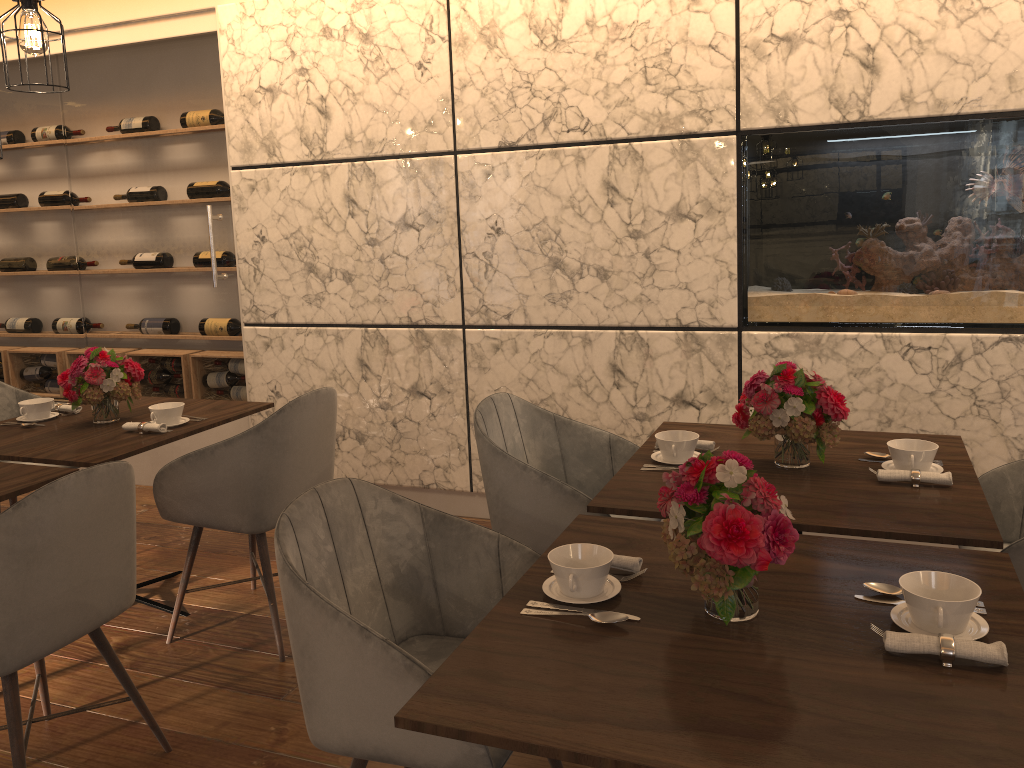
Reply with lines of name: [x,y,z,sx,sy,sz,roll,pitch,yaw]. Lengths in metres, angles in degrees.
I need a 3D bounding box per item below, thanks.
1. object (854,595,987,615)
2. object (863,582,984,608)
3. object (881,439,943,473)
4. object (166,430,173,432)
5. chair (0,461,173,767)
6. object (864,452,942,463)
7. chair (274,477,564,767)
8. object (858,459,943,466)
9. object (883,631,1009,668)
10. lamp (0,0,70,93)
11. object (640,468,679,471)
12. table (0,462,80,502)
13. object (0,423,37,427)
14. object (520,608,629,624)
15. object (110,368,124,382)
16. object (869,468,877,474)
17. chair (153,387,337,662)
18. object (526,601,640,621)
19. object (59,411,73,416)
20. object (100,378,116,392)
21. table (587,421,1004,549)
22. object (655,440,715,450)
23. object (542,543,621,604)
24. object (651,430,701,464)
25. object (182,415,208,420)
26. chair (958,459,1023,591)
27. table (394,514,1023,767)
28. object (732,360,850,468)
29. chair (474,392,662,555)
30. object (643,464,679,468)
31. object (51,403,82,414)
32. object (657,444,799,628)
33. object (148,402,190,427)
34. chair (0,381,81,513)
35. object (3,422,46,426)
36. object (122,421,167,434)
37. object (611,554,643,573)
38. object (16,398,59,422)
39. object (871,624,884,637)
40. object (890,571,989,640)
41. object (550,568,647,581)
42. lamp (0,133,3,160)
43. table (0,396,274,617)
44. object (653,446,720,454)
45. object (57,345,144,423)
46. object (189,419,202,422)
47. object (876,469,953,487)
object: [0.714,0.387,1.555,0.211,0.004,0.022,2,12,22]
object: [0.734,0.375,1.584,0.197,0.015,0.043,1,11,18]
object: [1.046,0.194,2.315,0.148,0.071,0.149,-2,10,-1]
object: [-1.294,0.153,3.165,0.192,0.024,0.025,2,10,22]
chair: [-1.243,0.623,2.262,0.526,0.866,0.569,1,9,22]
object: [1.071,0.200,2.430,0.197,0.015,0.043,1,11,18]
chair: [-0.169,0.657,1.851,0.526,0.866,0.569,1,9,22]
object: [1.052,0.212,2.401,0.211,0.004,0.022,2,12,22]
object: [0.668,0.407,1.367,0.175,0.039,0.056,2,11,22]
lamp: [-1.517,-1.935,2.623,0.175,2.055,0.176,1,8,23]
object: [0.448,0.230,2.406,0.197,0.015,0.043,3,12,25]
table: [-1.877,0.683,2.485,0.896,0.715,0.904,1,10,22]
object: [-1.855,0.151,3.323,0.197,0.015,0.043,3,12,25]
object: [0.108,0.407,1.554,0.197,0.015,0.043,1,11,18]
object: [-1.484,-0.031,3.271,0.076,0.052,0.049,-2,9,1]
object: [1.009,0.232,2.248,0.192,0.024,0.025,2,10,22]
chair: [-0.890,0.440,3.145,0.526,0.866,0.569,1,9,22]
object: [0.127,0.406,1.585,0.211,0.004,0.022,2,12,22]
object: [-1.797,0.110,3.496,0.192,0.024,0.025,2,10,22]
object: [-1.502,0.003,3.258,0.077,0.051,0.050,4,11,31]
table: [0.778,0.580,2.452,0.896,0.715,0.904,1,10,22]
object: [0.510,0.176,2.614,0.175,0.039,0.056,2,11,22]
object: [0.130,0.356,1.661,0.148,0.071,0.149,-2,10,-1]
object: [0.468,0.181,2.507,0.148,0.071,0.149,-2,10,-1]
object: [-1.232,0.120,3.346,0.197,0.015,0.043,1,11,18]
chair: [1.412,0.520,2.229,0.526,0.866,0.569,1,9,22]
table: [0.425,0.763,1.570,0.896,0.715,0.904,1,10,22]
object: [0.760,0.071,2.414,0.305,0.299,0.236,2,10,23]
chair: [0.184,0.474,2.734,0.526,0.866,0.569,1,9,22]
object: [0.465,0.231,2.430,0.211,0.004,0.022,2,12,22]
object: [-1.794,0.096,3.530,0.175,0.039,0.056,2,11,22]
object: [0.382,0.251,1.549,0.234,0.299,0.308,-2,9,0]
object: [-1.257,0.114,3.231,0.148,0.071,0.149,-2,10,-1]
chair: [-2.119,0.395,3.650,0.526,0.866,0.569,1,9,22]
object: [-1.839,0.151,3.346,0.211,0.004,0.022,2,12,22]
object: [-1.298,0.153,3.128,0.175,0.039,0.056,2,11,22]
object: [0.172,0.351,1.768,0.175,0.039,0.056,2,11,22]
object: [-1.836,0.101,3.423,0.148,0.071,0.149,-2,10,-1]
object: [0.672,0.407,1.403,0.192,0.024,0.025,2,10,22]
object: [0.709,0.369,1.470,0.148,0.071,0.149,-2,10,-1]
object: [0.169,0.365,1.734,0.192,0.024,0.025,2,10,22]
lamp: [-1.814,-1.755,2.770,0.175,2.055,0.176,1,8,23]
table: [-1.525,0.500,3.368,0.896,0.715,0.904,1,10,22]
object: [0.507,0.190,2.579,0.192,0.024,0.025,2,10,22]
object: [-1.543,-0.008,3.327,0.235,0.299,0.307,6,12,43]
object: [-1.251,0.132,3.317,0.211,0.004,0.022,2,12,22]
object: [1.006,0.232,2.212,0.175,0.039,0.056,2,11,22]
